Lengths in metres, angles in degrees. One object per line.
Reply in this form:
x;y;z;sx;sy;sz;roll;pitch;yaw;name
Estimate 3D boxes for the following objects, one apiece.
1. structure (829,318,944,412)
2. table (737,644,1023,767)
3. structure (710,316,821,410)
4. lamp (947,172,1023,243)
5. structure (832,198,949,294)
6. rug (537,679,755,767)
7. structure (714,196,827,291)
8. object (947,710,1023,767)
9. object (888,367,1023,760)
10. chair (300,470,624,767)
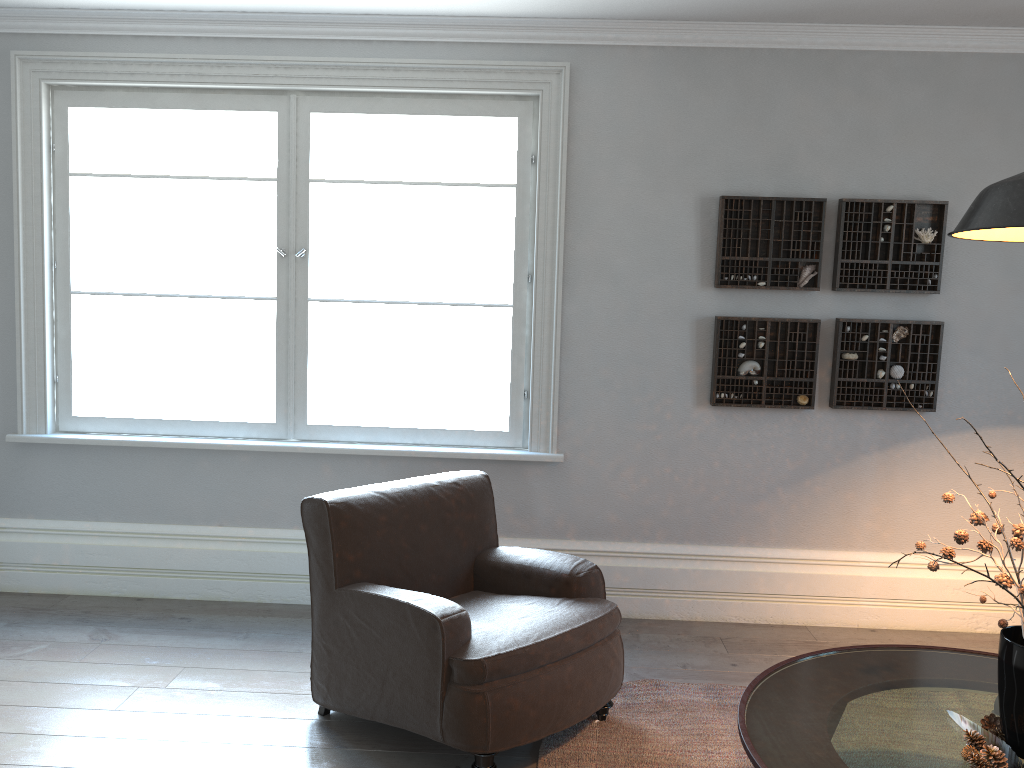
1.711;-0.087;4.057;0.468;0.415;0.086;2;5;2;structure
1.177;1.095;2.042;1.300;0.503;1.300;1;5;-5;table
1.162;-0.098;4.076;0.468;0.415;0.086;2;5;2;structure
1.235;-0.856;1.865;0.504;1.075;0.504;-3;7;-40;lamp
1.707;-0.621;4.001;0.468;0.415;0.105;2;5;2;structure
1.206;1.293;2.029;2.400;0.090;2.820;2;5;2;rug
1.172;-0.639;4.043;0.468;0.415;0.099;2;5;2;structure
1.093;0.819;2.005;0.153;0.067;0.404;4;6;19;object
1.132;0.326;1.870;0.525;1.065;0.853;-1;6;-27;object
-0.143;0.794;3.117;0.970;0.795;0.807;7;7;43;chair
